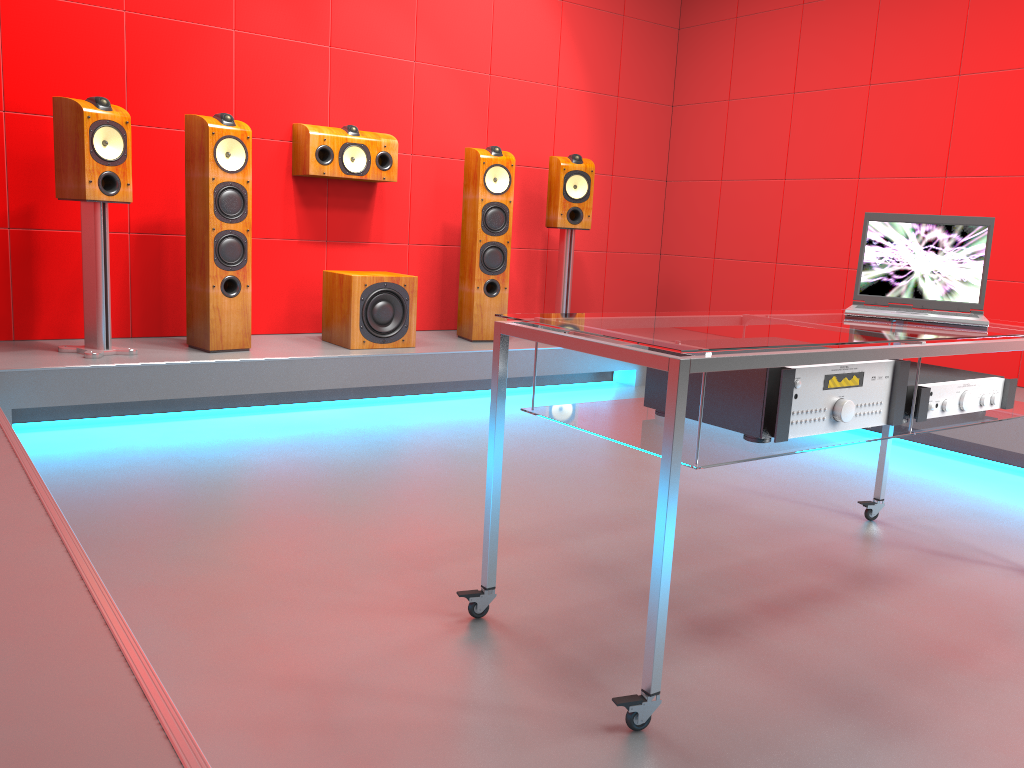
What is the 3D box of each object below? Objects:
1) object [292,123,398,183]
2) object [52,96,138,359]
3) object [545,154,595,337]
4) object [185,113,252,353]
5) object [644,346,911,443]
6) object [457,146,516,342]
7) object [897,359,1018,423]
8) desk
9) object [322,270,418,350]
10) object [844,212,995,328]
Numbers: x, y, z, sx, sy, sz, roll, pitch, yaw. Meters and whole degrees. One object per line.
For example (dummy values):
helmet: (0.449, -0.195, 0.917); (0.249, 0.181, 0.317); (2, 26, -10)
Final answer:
object: (-0.868, -1.211, 4.634); (0.493, 0.271, 0.235); (-4, 12, -35)
object: (-1.749, -0.654, 3.719); (0.265, 1.058, 0.231); (10, 12, 34)
object: (0.318, -0.795, 5.173); (0.231, 1.058, 0.265); (0, 10, -15)
object: (-1.327, -0.680, 4.017); (0.238, 1.052, 0.203); (13, 14, 43)
object: (0.581, 0.008, 1.954); (0.431, 0.158, 0.371); (-4, 12, -35)
object: (-0.144, -0.765, 4.876); (0.203, 1.052, 0.238); (-2, 11, -25)
object: (0.979, 0.012, 2.245); (0.435, 0.092, 0.365); (-4, 12, -35)
desk: (0.714, 0.195, 2.171); (1.617, 0.690, 0.594); (-4, 12, -35)
object: (-0.725, -0.382, 4.510); (0.360, 0.360, 0.360); (-4, 12, -35)
object: (1.107, -0.318, 2.395); (0.342, 0.285, 0.340); (8, 11, 24)
